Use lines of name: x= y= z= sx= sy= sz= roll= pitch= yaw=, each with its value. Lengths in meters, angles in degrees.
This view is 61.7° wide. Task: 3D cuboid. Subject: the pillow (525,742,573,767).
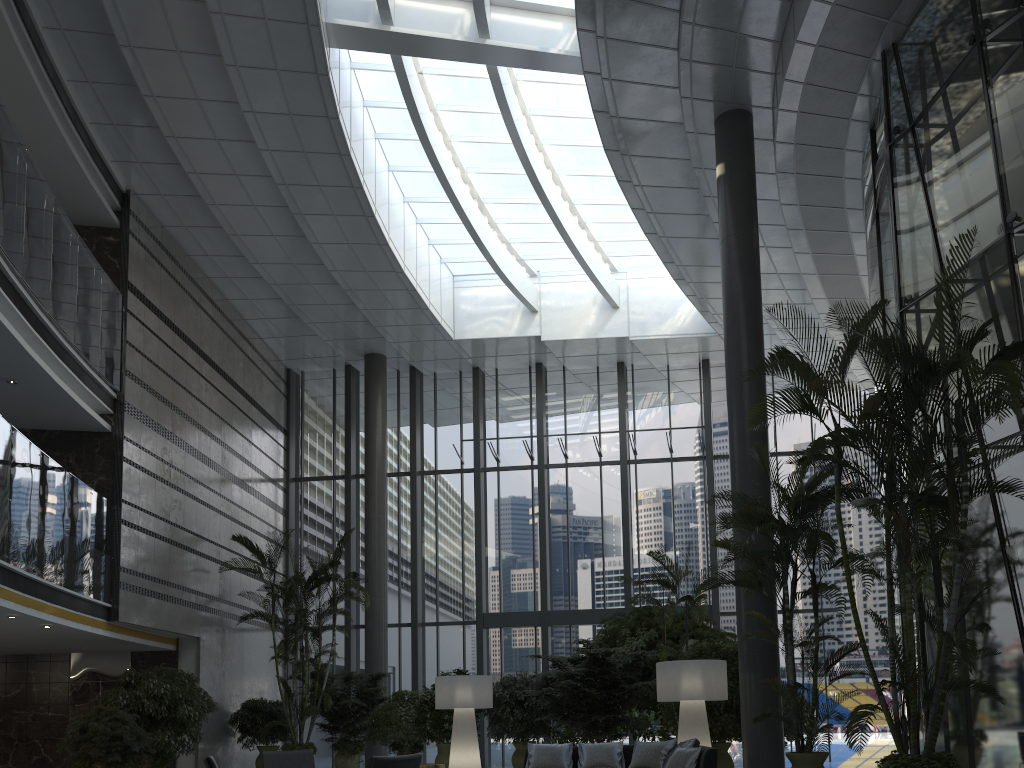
pillow: x=0.424 y=4.307 z=9.823 sx=0.608 sy=0.385 sz=0.313 roll=-2 pitch=-12 yaw=4

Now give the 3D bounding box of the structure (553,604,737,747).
structure: x=2.433 y=5.222 z=14.673 sx=3.751 sy=2.829 sz=3.371 roll=-6 pitch=-16 yaw=18

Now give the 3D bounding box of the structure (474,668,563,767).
structure: x=0.258 y=5.842 z=14.756 sx=2.021 sy=1.810 sz=1.726 roll=-12 pitch=-17 yaw=36

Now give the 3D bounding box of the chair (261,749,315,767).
chair: x=-2.820 y=5.054 z=11.040 sx=0.747 sy=0.640 sz=0.747 roll=7 pitch=-17 yaw=-29

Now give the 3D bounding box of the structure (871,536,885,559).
structure: x=7.273 y=4.004 z=13.989 sx=2.466 sy=4.468 sz=2.620 roll=1 pitch=-10 yaw=-13

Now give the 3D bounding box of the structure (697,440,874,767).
structure: x=2.816 y=2.476 z=8.607 sx=1.662 sy=3.577 sz=2.123 roll=0 pitch=-10 yaw=-9

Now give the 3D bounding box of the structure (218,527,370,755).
structure: x=-3.754 y=4.752 z=15.249 sx=2.516 sy=4.468 sz=2.564 roll=-3 pitch=-10 yaw=12

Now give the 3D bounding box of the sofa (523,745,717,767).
sofa: x=1.040 y=4.190 z=9.038 sx=1.923 sy=0.669 sz=2.127 roll=-1 pitch=-20 yaw=0

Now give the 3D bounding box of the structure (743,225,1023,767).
structure: x=3.131 y=1.341 z=6.908 sx=2.466 sy=4.468 sz=2.620 roll=1 pitch=-10 yaw=-13

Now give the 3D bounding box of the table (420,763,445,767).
table: x=-0.972 y=4.740 z=10.122 sx=0.445 sy=0.476 sz=0.464 roll=1 pitch=-14 yaw=-7

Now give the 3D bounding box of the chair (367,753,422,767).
chair: x=-1.422 y=4.251 z=9.064 sx=0.730 sy=0.640 sz=0.763 roll=-13 pitch=-19 yaw=39

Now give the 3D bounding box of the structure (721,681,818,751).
structure: x=3.701 y=5.043 z=12.550 sx=1.479 sy=1.540 sz=1.634 roll=5 pitch=-16 yaw=-26

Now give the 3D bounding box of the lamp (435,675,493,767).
lamp: x=-0.694 y=5.106 z=12.524 sx=0.832 sy=1.603 sz=0.883 roll=-5 pitch=-10 yaw=23

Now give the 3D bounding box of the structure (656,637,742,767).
structure: x=2.834 y=4.566 z=11.931 sx=1.645 sy=2.038 sz=1.578 roll=9 pitch=-16 yaw=-41

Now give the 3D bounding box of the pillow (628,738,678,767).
pillow: x=1.550 y=4.156 z=9.548 sx=0.300 sy=0.395 sz=0.635 roll=9 pitch=-19 yaw=-40

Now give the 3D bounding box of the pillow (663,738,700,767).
pillow: x=1.743 y=3.891 z=8.872 sx=0.365 sy=0.430 sz=0.663 roll=1 pitch=-17 yaw=-11

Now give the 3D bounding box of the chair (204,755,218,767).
chair: x=-3.164 y=4.609 z=9.877 sx=0.742 sy=0.640 sz=0.751 roll=4 pitch=-16 yaw=-19

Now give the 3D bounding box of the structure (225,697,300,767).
structure: x=-4.563 y=6.492 z=15.687 sx=1.461 sy=1.480 sz=1.140 roll=11 pitch=-17 yaw=-41

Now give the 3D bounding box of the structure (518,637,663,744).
structure: x=1.196 y=4.971 z=13.140 sx=2.242 sy=2.227 sz=2.458 roll=1 pitch=-14 yaw=-7

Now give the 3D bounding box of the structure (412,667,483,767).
structure: x=-1.093 y=5.855 z=14.795 sx=1.241 sy=1.885 sz=1.450 roll=-8 pitch=-13 yaw=31

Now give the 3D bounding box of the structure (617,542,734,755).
structure: x=2.230 y=3.729 z=11.448 sx=1.422 sy=3.321 sz=1.261 roll=0 pitch=-8 yaw=-9

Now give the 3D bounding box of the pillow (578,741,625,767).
pillow: x=1.026 y=4.285 z=9.804 sx=0.607 sy=0.385 sz=0.313 roll=-4 pitch=-12 yaw=8

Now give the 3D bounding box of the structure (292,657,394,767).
structure: x=-3.119 y=6.260 z=16.147 sx=1.880 sy=2.197 sz=1.944 roll=1 pitch=-13 yaw=-10

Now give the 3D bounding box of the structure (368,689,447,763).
structure: x=-1.835 y=6.252 z=15.322 sx=1.479 sy=1.540 sz=1.634 roll=5 pitch=-16 yaw=-26

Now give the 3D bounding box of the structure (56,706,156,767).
structure: x=-5.307 y=4.842 z=11.141 sx=1.195 sy=1.271 sz=1.238 roll=-5 pitch=-14 yaw=18

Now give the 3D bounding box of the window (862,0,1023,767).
window: x=6.466 y=1.328 z=11.362 sx=4.211 sy=7.581 sz=16.360 roll=-2 pitch=-18 yaw=7

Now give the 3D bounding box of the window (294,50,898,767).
window: x=-0.949 y=0.321 z=10.956 sx=13.528 sy=9.551 sz=19.832 roll=-7 pitch=-19 yaw=19

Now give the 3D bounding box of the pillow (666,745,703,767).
pillow: x=1.701 y=3.767 z=8.493 sx=0.280 sy=0.352 sz=0.589 roll=3 pitch=-18 yaw=-19

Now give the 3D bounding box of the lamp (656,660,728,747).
lamp: x=2.169 y=4.146 z=10.232 sx=0.866 sy=1.603 sz=0.848 roll=5 pitch=-11 yaw=-33

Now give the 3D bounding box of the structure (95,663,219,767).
structure: x=-5.234 y=5.112 z=12.667 sx=1.633 sy=1.888 sz=2.136 roll=-10 pitch=-17 yaw=35
